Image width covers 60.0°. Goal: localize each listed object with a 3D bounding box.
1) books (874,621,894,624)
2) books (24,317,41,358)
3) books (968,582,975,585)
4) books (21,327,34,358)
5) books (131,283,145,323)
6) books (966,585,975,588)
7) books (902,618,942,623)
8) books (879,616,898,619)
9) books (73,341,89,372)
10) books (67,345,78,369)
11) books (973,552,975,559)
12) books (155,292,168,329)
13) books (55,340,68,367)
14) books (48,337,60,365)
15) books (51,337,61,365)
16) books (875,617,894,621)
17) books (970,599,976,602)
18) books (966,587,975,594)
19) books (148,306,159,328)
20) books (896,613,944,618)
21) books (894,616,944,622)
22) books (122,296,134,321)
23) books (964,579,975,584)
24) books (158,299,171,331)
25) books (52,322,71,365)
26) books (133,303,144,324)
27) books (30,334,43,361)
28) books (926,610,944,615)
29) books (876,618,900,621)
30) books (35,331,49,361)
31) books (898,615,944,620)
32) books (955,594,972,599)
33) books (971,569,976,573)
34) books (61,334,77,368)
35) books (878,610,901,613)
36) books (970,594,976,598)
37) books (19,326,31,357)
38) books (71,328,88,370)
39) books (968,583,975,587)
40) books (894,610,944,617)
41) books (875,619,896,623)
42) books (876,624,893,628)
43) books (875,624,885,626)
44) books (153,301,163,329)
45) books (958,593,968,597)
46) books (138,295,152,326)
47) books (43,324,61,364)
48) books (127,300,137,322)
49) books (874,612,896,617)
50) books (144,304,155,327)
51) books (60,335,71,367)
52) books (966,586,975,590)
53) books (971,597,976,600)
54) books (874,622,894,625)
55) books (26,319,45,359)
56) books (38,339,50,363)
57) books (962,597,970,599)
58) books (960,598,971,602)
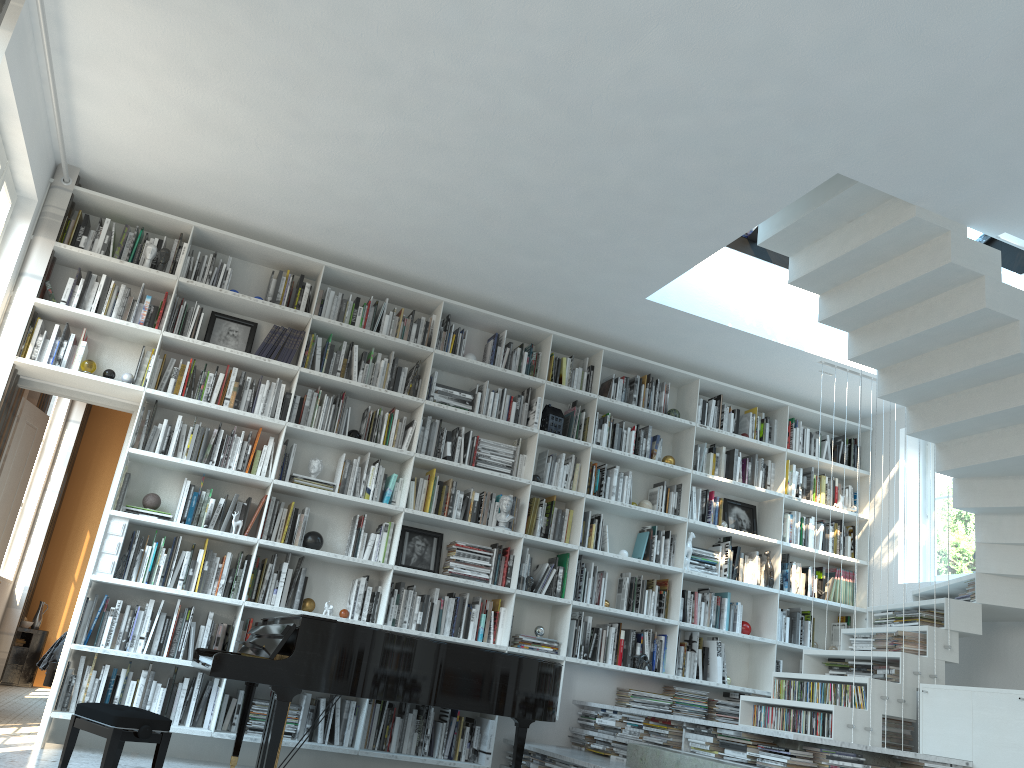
[{"bbox_3d":[2.559,1.599,5.901,0.170,0.006,0.269,12,-19,-8],"label":"books"},{"bbox_3d":[-2.852,-0.237,5.274,0.013,0.301,0.135,15,-19,-19],"label":"books"},{"bbox_3d":[2.943,1.226,5.392,0.266,0.008,0.164,9,-19,0],"label":"books"},{"bbox_3d":[-2.862,-0.208,5.237,0.013,0.221,0.163,15,-20,-19],"label":"books"},{"bbox_3d":[-2.337,-0.461,5.526,0.012,0.302,0.189,15,-19,-19],"label":"books"},{"bbox_3d":[2.940,1.251,5.394,0.285,0.007,0.160,7,-19,6],"label":"books"},{"bbox_3d":[2.593,1.505,5.621,0.154,0.014,0.197,11,-19,-6],"label":"books"},{"bbox_3d":[2.588,1.570,5.914,0.136,0.017,0.299,10,-19,-3],"label":"books"},{"bbox_3d":[-2.591,-0.132,5.320,0.029,0.210,0.187,15,-20,-19],"label":"books"},{"bbox_3d":[-2.644,-0.125,5.333,0.029,0.190,0.135,15,-20,-19],"label":"books"},{"bbox_3d":[2.967,1.052,5.393,0.283,0.012,0.176,0,-21,24],"label":"books"},{"bbox_3d":[-2.212,-0.418,5.578,0.014,0.293,0.173,15,-19,-19],"label":"books"},{"bbox_3d":[-2.688,-0.146,5.295,0.024,0.192,0.181,15,-20,-19],"label":"books"},{"bbox_3d":[-2.740,-0.162,5.305,0.023,0.213,0.141,15,-19,-19],"label":"books"},{"bbox_3d":[-2.717,-0.159,5.290,0.011,0.205,0.163,15,-20,-19],"label":"books"},{"bbox_3d":[2.565,1.576,5.909,0.168,0.005,0.293,9,-19,-2],"label":"books"},{"bbox_3d":[2.929,1.320,5.363,0.241,0.008,0.168,6,-19,8],"label":"books"},{"bbox_3d":[2.932,1.266,5.376,0.262,0.023,0.201,7,-19,7],"label":"books"},{"bbox_3d":[-2.249,-0.377,5.549,0.026,0.187,0.154,15,-20,-19],"label":"books"},{"bbox_3d":[2.591,1.476,5.629,0.174,0.009,0.240,12,-19,-10],"label":"books"},{"bbox_3d":[2.584,1.493,5.623,0.177,0.007,0.255,13,-19,-11],"label":"books"},{"bbox_3d":[-2.394,-0.426,5.510,0.028,0.211,0.139,15,-19,-19],"label":"books"},{"bbox_3d":[2.945,1.223,5.407,0.300,0.007,0.159,7,-19,5],"label":"books"},{"bbox_3d":[-2.196,-0.395,5.597,0.037,0.267,0.113,15,-19,-19],"label":"books"},{"bbox_3d":[-2.692,-0.203,5.292,0.013,0.296,0.187,15,-19,-19],"label":"books"},{"bbox_3d":[-2.332,-0.395,5.528,0.031,0.182,0.151,15,-20,-19],"label":"books"},{"bbox_3d":[-2.815,-0.180,5.259,0.029,0.196,0.161,15,-20,-19],"label":"books"},{"bbox_3d":[2.613,1.461,5.639,0.134,0.007,0.299,12,-19,-10],"label":"books"},{"bbox_3d":[2.565,1.583,5.907,0.162,0.008,0.291,9,-19,-1],"label":"books"},{"bbox_3d":[-2.792,-0.188,5.261,0.010,0.219,0.181,15,-20,-19],"label":"books"},{"bbox_3d":[2.599,1.487,5.628,0.144,0.011,0.257,13,-19,-12],"label":"books"},{"bbox_3d":[2.966,1.354,5.614,0.192,0.006,0.300,7,-19,5],"label":"books"},{"bbox_3d":[3.072,1.209,5.615,0.226,0.012,0.285,-8,-25,40],"label":"books"},{"bbox_3d":[-2.648,-0.162,5.296,0.021,0.236,0.189,15,-20,-19],"label":"books"},{"bbox_3d":[2.576,1.538,5.922,0.165,0.014,0.236,10,-19,-3],"label":"books"},{"bbox_3d":[2.933,1.294,5.371,0.238,0.018,0.174,7,-19,7],"label":"books"},{"bbox_3d":[-2.873,-0.215,5.233,0.013,0.227,0.179,15,-20,-19],"label":"books"},{"bbox_3d":[-2.609,-0.174,5.339,0.013,0.297,0.179,15,-19,-19],"label":"books"},{"bbox_3d":[2.942,1.245,5.409,0.262,0.016,0.132,8,-19,3],"label":"books"},{"bbox_3d":[2.584,1.464,5.631,0.191,0.013,0.244,12,-19,-8],"label":"books"},{"bbox_3d":[2.561,1.591,5.903,0.171,0.011,0.232,12,-19,-8],"label":"books"},{"bbox_3d":[2.558,1.621,5.894,0.166,0.018,0.265,9,-19,-1],"label":"books"},{"bbox_3d":[2.568,1.612,5.898,0.152,0.005,0.293,11,-19,-7],"label":"books"},{"bbox_3d":[-2.233,-0.391,5.576,0.014,0.235,0.144,15,-19,-19],"label":"books"},{"bbox_3d":[2.966,1.344,5.618,0.182,0.016,0.199,8,-19,1],"label":"books"},{"bbox_3d":[-2.292,-0.414,5.525,0.029,0.228,0.191,15,-20,-19],"label":"books"},{"bbox_3d":[-2.749,-0.203,5.293,0.022,0.280,0.157,15,-19,-19],"label":"books"},{"bbox_3d":[-2.372,-0.410,5.525,0.029,0.197,0.144,15,-20,-19],"label":"books"},{"bbox_3d":[2.564,1.550,5.917,0.190,0.015,0.231,11,-19,-5],"label":"books"},{"bbox_3d":[-2.279,-0.384,5.555,0.029,0.195,0.146,15,-20,-19],"label":"books"},{"bbox_3d":[-2.672,-0.159,5.313,0.010,0.233,0.165,15,-20,-19],"label":"books"},{"bbox_3d":[2.939,1.257,5.390,0.290,0.006,0.149,6,-19,9],"label":"books"},{"bbox_3d":[2.930,1.309,5.365,0.223,0.015,0.180,8,-19,4],"label":"books"},{"bbox_3d":[2.560,1.605,5.899,0.184,0.006,0.263,10,-19,-4],"label":"books"},{"bbox_3d":[-2.829,-0.228,5.256,0.023,0.280,0.171,15,-19,-19],"label":"books"},{"bbox_3d":[-2.786,-0.160,5.284,0.029,0.184,0.135,15,-20,-19],"label":"books"},{"bbox_3d":[2.978,1.364,5.610,0.161,0.012,0.255,7,-19,4],"label":"books"},{"bbox_3d":[2.964,1.373,5.608,0.170,0.010,0.234,9,-19,0],"label":"books"}]
